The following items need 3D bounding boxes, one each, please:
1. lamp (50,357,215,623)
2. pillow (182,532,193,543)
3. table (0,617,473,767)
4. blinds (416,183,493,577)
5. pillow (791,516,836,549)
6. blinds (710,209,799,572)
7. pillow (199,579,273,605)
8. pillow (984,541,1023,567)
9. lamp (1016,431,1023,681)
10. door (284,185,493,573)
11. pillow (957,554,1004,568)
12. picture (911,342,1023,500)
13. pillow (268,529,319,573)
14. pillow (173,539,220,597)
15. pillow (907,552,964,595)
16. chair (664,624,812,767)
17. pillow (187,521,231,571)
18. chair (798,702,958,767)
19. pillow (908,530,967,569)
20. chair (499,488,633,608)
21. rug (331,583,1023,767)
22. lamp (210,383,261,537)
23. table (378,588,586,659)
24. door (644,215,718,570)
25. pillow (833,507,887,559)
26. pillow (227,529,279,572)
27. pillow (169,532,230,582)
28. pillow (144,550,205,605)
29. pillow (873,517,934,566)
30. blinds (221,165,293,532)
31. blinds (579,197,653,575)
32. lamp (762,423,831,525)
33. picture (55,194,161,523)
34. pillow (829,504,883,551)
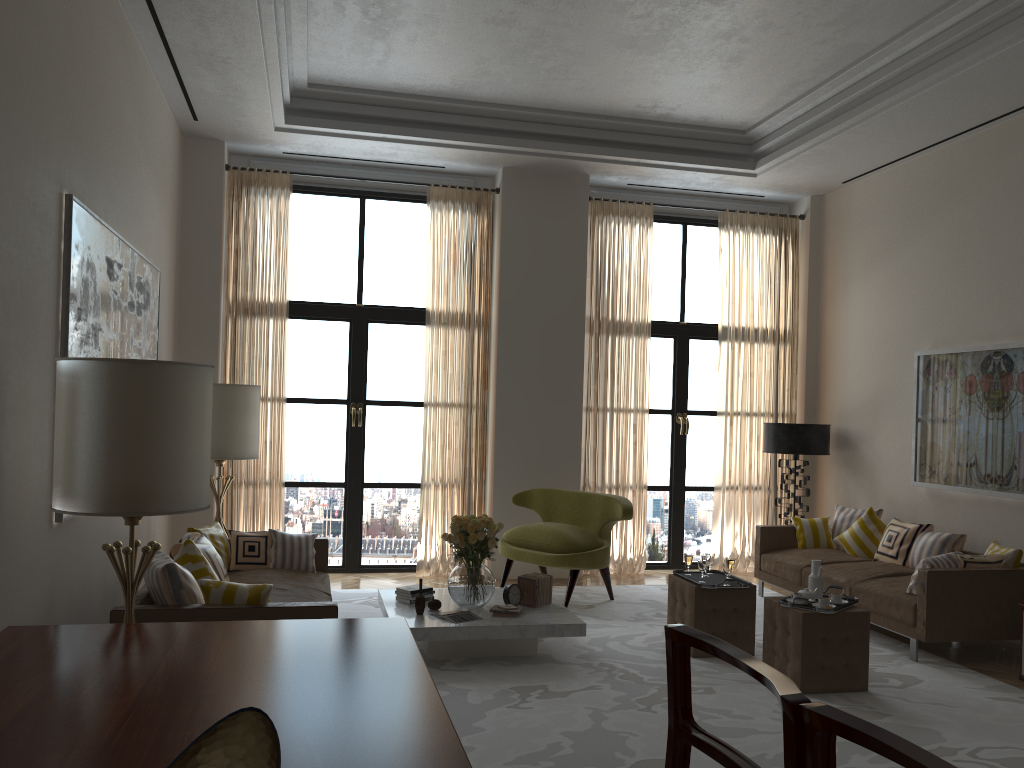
[{"bbox_3d":[-2.000,1.013,4.649,0.767,2.254,0.768,1,-1,43],"label":"lamp"},{"bbox_3d":[-2.474,1.496,7.013,0.371,0.565,0.659,2,-1,-17],"label":"pillow"},{"bbox_3d":[-1.004,1.596,2.370,1.800,1.027,3.801,2,-2,-13],"label":"table"},{"bbox_3d":[-0.706,-0.001,11.041,0.874,4.873,0.418,2,0,-10],"label":"blinds"},{"bbox_3d":[3.524,1.757,10.335,0.482,0.433,0.318,2,-1,-3],"label":"pillow"},{"bbox_3d":[3.265,0.146,11.947,1.242,4.873,0.418,2,0,-11],"label":"blinds"},{"bbox_3d":[-1.748,1.449,5.644,0.482,0.433,0.318,2,-1,-3],"label":"pillow"},{"bbox_3d":[4.434,1.702,8.117,0.296,0.475,0.515,2,-1,9],"label":"pillow"},{"bbox_3d":[4.527,1.406,7.149,0.830,2.018,0.829,2,0,-12],"label":"lamp"},{"bbox_3d":[-1.894,-0.025,11.001,3.258,4.766,0.240,2,0,-13],"label":"door"},{"bbox_3d":[4.127,1.720,7.956,0.464,0.412,0.304,2,-1,-15],"label":"pillow"},{"bbox_3d":[4.722,0.353,8.653,0.080,1.480,2.267,2,-1,-14],"label":"picture"},{"bbox_3d":[-1.989,1.539,8.069,0.498,0.428,0.327,2,-1,-25],"label":"pillow"},{"bbox_3d":[-2.177,1.373,6.107,0.767,0.617,0.355,1,-1,31],"label":"pillow"},{"bbox_3d":[3.763,1.704,7.910,0.498,0.428,0.327,2,-1,-25],"label":"pillow"},{"bbox_3d":[0.145,1.371,1.987,0.878,1.505,0.656,2,0,-13],"label":"chair"},{"bbox_3d":[-2.658,1.484,7.862,0.296,0.475,0.515,2,-1,9],"label":"pillow"},{"bbox_3d":[0.300,1.355,1.358,0.878,1.505,0.656,2,0,-13],"label":"chair"},{"bbox_3d":[4.248,1.759,8.966,0.371,0.565,0.659,2,-1,-17],"label":"pillow"},{"bbox_3d":[0.472,1.811,9.831,1.790,1.213,1.030,0,-2,45],"label":"chair"},{"bbox_3d":[0.984,2.295,7.703,5.519,0.065,5.732,2,-2,-13],"label":"rug"},{"bbox_3d":[-3.037,1.130,9.195,0.767,2.254,0.768,1,0,40],"label":"lamp"},{"bbox_3d":[-0.332,2.123,7.820,1.584,0.343,1.500,2,-2,-13],"label":"table"},{"bbox_3d":[2.292,0.130,11.956,3.086,4.766,0.240,2,0,-13],"label":"door"},{"bbox_3d":[3.957,1.677,9.873,0.767,0.617,0.355,1,-1,31],"label":"pillow"},{"bbox_3d":[-2.353,1.530,8.023,0.464,0.412,0.304,2,-1,-15],"label":"pillow"},{"bbox_3d":[-2.329,1.425,6.655,0.403,0.547,0.617,2,-1,-10],"label":"pillow"},{"bbox_3d":[-2.165,1.376,5.702,0.355,0.576,0.623,2,-1,-34],"label":"pillow"},{"bbox_3d":[4.107,1.702,9.324,0.403,0.547,0.617,2,-1,-10],"label":"pillow"},{"bbox_3d":[-3.038,-0.082,10.510,0.780,4.886,0.419,2,0,-11],"label":"blinds"},{"bbox_3d":[1.339,0.075,11.509,0.960,4.873,0.419,2,0,-11],"label":"blinds"},{"bbox_3d":[3.593,1.512,11.276,0.830,2.018,0.830,2,0,-8],"label":"lamp"},{"bbox_3d":[-3.046,-0.118,6.879,0.045,1.998,3.062,2,-1,-12],"label":"picture"},{"bbox_3d":[3.945,1.706,10.277,0.355,0.576,0.623,2,-1,-34],"label":"pillow"}]
